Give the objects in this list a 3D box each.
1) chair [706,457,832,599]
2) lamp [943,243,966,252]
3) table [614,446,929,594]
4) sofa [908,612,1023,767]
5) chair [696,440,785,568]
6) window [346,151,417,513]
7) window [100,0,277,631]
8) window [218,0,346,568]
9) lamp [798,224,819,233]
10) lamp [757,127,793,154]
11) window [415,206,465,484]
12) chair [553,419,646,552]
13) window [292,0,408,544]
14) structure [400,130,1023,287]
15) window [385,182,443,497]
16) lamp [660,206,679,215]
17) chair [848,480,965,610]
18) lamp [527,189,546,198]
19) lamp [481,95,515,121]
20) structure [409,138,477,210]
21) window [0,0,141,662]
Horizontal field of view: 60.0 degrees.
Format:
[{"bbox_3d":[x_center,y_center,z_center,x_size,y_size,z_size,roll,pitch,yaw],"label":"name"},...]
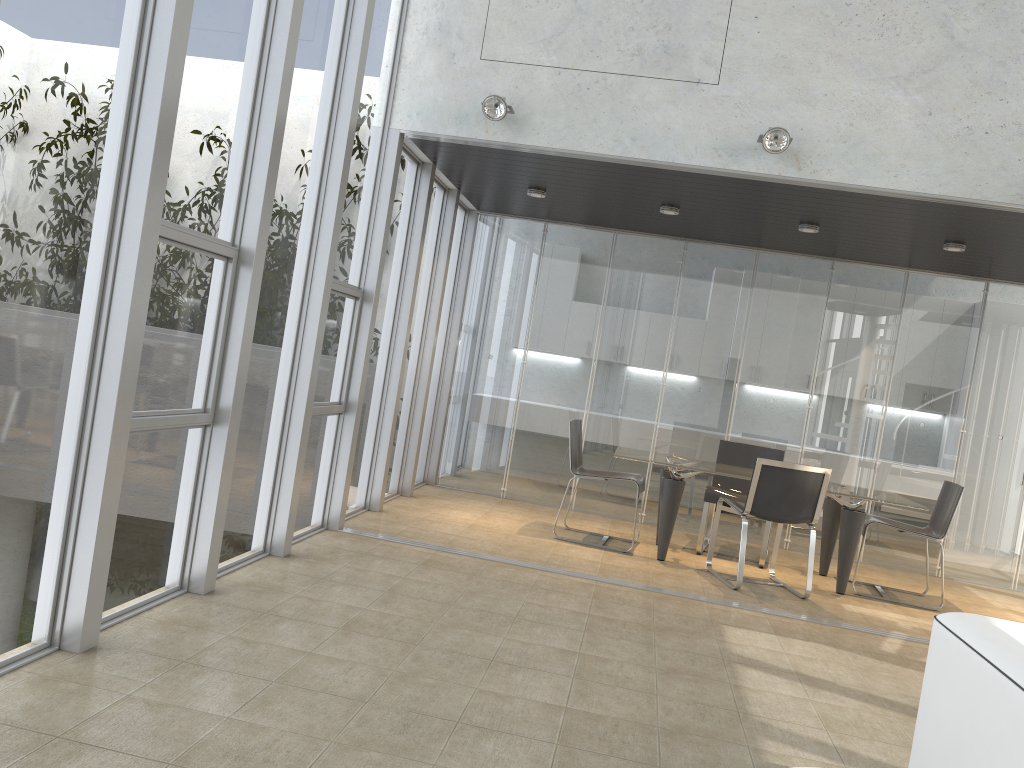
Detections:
[{"bbox_3d":[1.814,0.980,6.326,0.546,0.922,0.660,9,1,-7],"label":"chair"},{"bbox_3d":[3.336,-1.031,6.687,0.149,0.038,0.149,10,1,23],"label":"lamp"},{"bbox_3d":[1.870,1.065,6.902,2.250,0.733,0.900,9,1,8],"label":"table"},{"bbox_3d":[2.538,1.244,2.307,2.601,0.638,0.971,9,1,8],"label":"sofa"},{"bbox_3d":[1.902,0.972,7.361,0.546,0.922,0.660,9,1,18],"label":"chair"},{"bbox_3d":[-0.992,-0.367,6.414,0.010,2.645,0.741,9,1,8],"label":"window"},{"bbox_3d":[-1.146,-1.853,3.670,0.050,5.700,0.800,9,1,8],"label":"window"},{"bbox_3d":[-1.026,-1.853,4.576,0.010,5.650,0.741,9,1,8],"label":"window"},{"bbox_3d":[2.290,-1.200,6.843,0.149,0.038,0.149,10,1,23],"label":"lamp"},{"bbox_3d":[1.594,-1.465,5.384,0.197,0.154,0.254,9,1,8],"label":"lamp"},{"bbox_3d":[-0.723,-0.363,8.222,0.010,2.645,0.741,9,1,8],"label":"window"},{"bbox_3d":[0.728,0.792,7.065,0.660,0.922,0.546,9,1,13],"label":"chair"},{"bbox_3d":[-0.877,-1.848,5.477,0.050,5.700,0.800,9,1,8],"label":"window"},{"bbox_3d":[0.844,-1.989,3.156,9.817,6.605,10.665,9,1,7],"label":"structure"},{"bbox_3d":[-0.858,-0.365,7.318,0.010,2.645,0.741,9,1,8],"label":"window"},{"bbox_3d":[1.244,-1.369,6.999,0.149,0.038,0.149,10,1,23],"label":"lamp"},{"bbox_3d":[2.957,1.153,6.727,0.660,0.922,0.546,9,1,13],"label":"chair"},{"bbox_3d":[0.198,-1.538,7.155,0.149,0.038,0.149,10,1,23],"label":"lamp"},{"bbox_3d":[-0.098,-1.738,5.624,0.197,0.154,0.228,9,1,8],"label":"lamp"},{"bbox_3d":[2.216,1.069,5.664,6.700,6.900,4.916,9,1,8],"label":"structure"},{"bbox_3d":[-1.295,-1.857,2.768,0.010,5.650,0.741,9,1,8],"label":"window"}]
